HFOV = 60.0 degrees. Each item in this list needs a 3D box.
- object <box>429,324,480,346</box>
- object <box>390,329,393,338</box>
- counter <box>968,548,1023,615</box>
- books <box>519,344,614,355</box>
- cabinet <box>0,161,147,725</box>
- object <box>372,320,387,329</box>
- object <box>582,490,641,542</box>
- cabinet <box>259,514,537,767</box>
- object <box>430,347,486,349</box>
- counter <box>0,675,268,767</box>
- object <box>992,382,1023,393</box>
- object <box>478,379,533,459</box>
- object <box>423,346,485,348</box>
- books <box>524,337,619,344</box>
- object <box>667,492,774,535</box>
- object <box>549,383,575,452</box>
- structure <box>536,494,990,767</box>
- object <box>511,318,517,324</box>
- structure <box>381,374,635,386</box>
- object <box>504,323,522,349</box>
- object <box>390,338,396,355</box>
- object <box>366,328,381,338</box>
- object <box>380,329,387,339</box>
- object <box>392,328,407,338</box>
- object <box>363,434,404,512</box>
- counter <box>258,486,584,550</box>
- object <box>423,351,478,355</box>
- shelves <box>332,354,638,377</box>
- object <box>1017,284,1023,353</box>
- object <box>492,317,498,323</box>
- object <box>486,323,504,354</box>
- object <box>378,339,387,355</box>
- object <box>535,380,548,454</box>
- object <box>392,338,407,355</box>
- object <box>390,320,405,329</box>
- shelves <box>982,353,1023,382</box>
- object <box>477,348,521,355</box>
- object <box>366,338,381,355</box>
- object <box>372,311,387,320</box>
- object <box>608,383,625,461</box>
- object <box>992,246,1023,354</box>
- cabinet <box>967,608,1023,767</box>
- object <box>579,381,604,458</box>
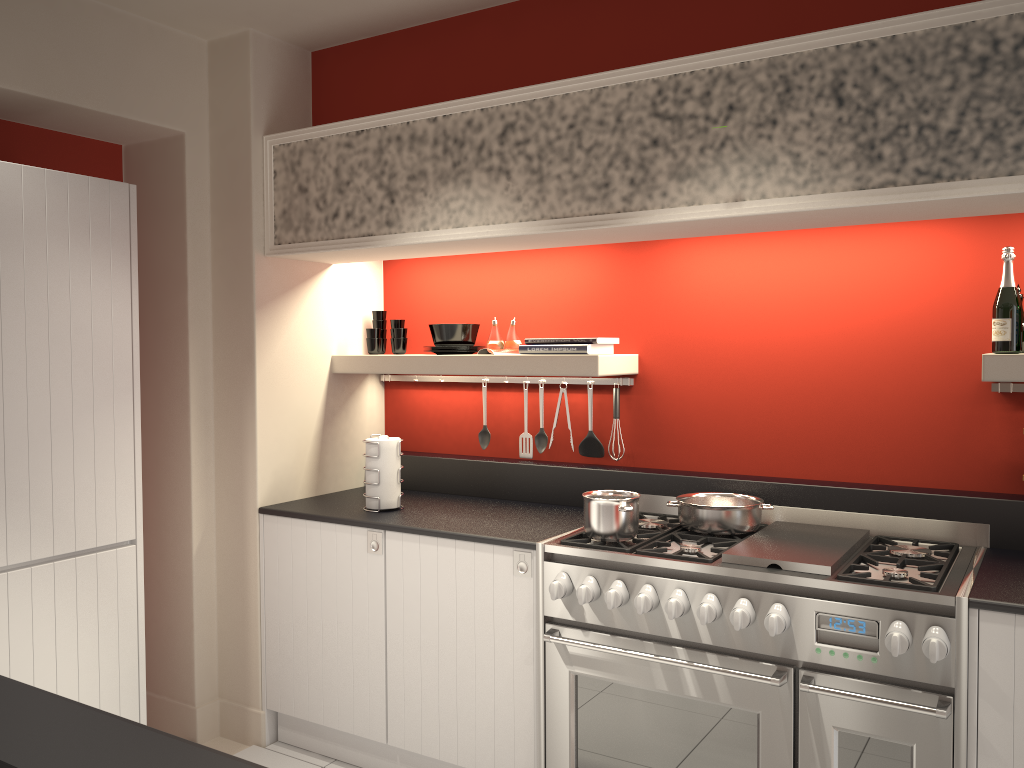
[{"bbox_3d":[-0.259,-0.213,3.987,0.232,0.108,0.232,-1,2,-17],"label":"object"},{"bbox_3d":[-0.540,-0.221,4.193,0.070,0.076,0.070,0,2,3],"label":"object"},{"bbox_3d":[1.956,0.572,2.260,1.360,0.026,0.699,1,3,32],"label":"counter"},{"bbox_3d":[0.222,-0.142,3.629,0.331,0.042,0.207,1,3,37],"label":"books"},{"bbox_3d":[-2.316,0.446,2.331,0.717,2.250,2.558,1,2,32],"label":"cabinet"},{"bbox_3d":[-0.635,-0.267,4.250,0.070,0.076,0.070,0,2,3],"label":"object"},{"bbox_3d":[0.344,0.456,3.069,0.201,0.148,0.201,1,2,24],"label":"object"},{"bbox_3d":[-0.304,1.039,3.684,1.361,0.993,0.687,1,2,32],"label":"cabinet"},{"bbox_3d":[-0.259,-0.156,3.988,0.280,0.016,0.280,1,3,31],"label":"object"},{"bbox_3d":[-0.613,0.639,0.693,2.054,0.050,1.415,1,3,32],"label":"counter"},{"bbox_3d":[2.195,0.022,2.636,1.355,0.034,0.048,1,3,32],"label":"object"},{"bbox_3d":[-0.032,0.154,3.992,0.287,0.351,0.022,1,2,33],"label":"object"},{"bbox_3d":[-0.259,-0.161,3.988,0.280,0.016,0.280,1,3,31],"label":"object"},{"bbox_3d":[0.246,-0.176,3.637,0.332,0.026,0.207,1,3,32],"label":"books"},{"bbox_3d":[0.748,0.467,3.199,0.309,0.104,0.309,-2,3,-31],"label":"object"},{"bbox_3d":[0.214,0.141,3.843,0.124,0.296,0.009,1,2,32],"label":"object"},{"bbox_3d":[0.802,1.005,2.941,1.322,1.085,0.778,1,2,32],"label":"structure"},{"bbox_3d":[0.007,-0.271,3.841,0.026,0.032,0.023,0,2,14],"label":"object"},{"bbox_3d":[-0.065,-0.020,4.036,1.355,0.034,0.054,1,3,32],"label":"structure"},{"bbox_3d":[0.005,-0.197,3.843,0.077,0.134,0.076,0,2,15],"label":"object"},{"bbox_3d":[-0.540,-0.177,4.194,0.070,0.076,0.070,0,2,3],"label":"object"},{"bbox_3d":[-0.634,-0.216,4.068,0.070,0.076,0.070,0,2,3],"label":"object"},{"bbox_3d":[-0.635,-0.223,4.252,0.070,0.076,0.070,0,2,3],"label":"object"},{"bbox_3d":[-0.512,-0.216,4.051,0.070,0.076,0.070,0,2,3],"label":"object"},{"bbox_3d":[-0.536,0.365,3.679,0.168,0.304,0.163,-1,2,-29],"label":"object"},{"bbox_3d":[-0.305,0.530,3.664,1.360,0.026,0.699,1,3,32],"label":"counter"},{"bbox_3d":[-0.259,-0.140,3.989,0.280,0.016,0.280,1,3,31],"label":"object"},{"bbox_3d":[-0.157,-0.087,3.901,1.379,0.083,0.376,1,3,32],"label":"shelves"},{"bbox_3d":[1.646,-0.214,2.885,0.113,0.226,0.113,-1,2,-17],"label":"object"},{"bbox_3d":[-0.073,-0.270,3.796,0.023,0.031,0.024,-1,2,-16],"label":"object"},{"bbox_3d":[-0.072,-0.195,3.798,0.076,0.131,0.076,-1,2,-16],"label":"object"},{"bbox_3d":[-0.634,-0.179,4.253,0.070,0.076,0.070,0,2,3],"label":"object"},{"bbox_3d":[0.130,0.144,3.893,0.067,0.323,0.022,1,2,30],"label":"object"},{"bbox_3d":[-0.512,-0.172,4.052,0.070,0.076,0.070,0,2,3],"label":"object"},{"bbox_3d":[-0.540,-0.265,4.192,0.070,0.076,0.070,0,2,3],"label":"object"},{"bbox_3d":[2.113,-0.045,2.492,1.379,0.083,0.376,1,3,32],"label":"shelves"},{"bbox_3d":[-0.033,-0.140,3.822,0.183,0.027,0.160,-2,3,-30],"label":"object"},{"bbox_3d":[-0.634,-0.172,4.069,0.070,0.076,0.070,0,2,3],"label":"object"},{"bbox_3d":[-0.635,-0.311,4.249,0.070,0.076,0.070,0,2,3],"label":"object"},{"bbox_3d":[0.436,0.160,3.706,0.069,0.328,0.069,0,2,9],"label":"object"},{"bbox_3d":[1.530,-0.259,2.738,0.083,0.331,0.083,0,2,3],"label":"object"},{"bbox_3d":[1.961,1.081,2.278,1.361,0.993,0.687,1,2,32],"label":"cabinet"},{"bbox_3d":[0.343,0.152,3.785,0.123,0.330,0.040,1,2,32],"label":"object"}]
